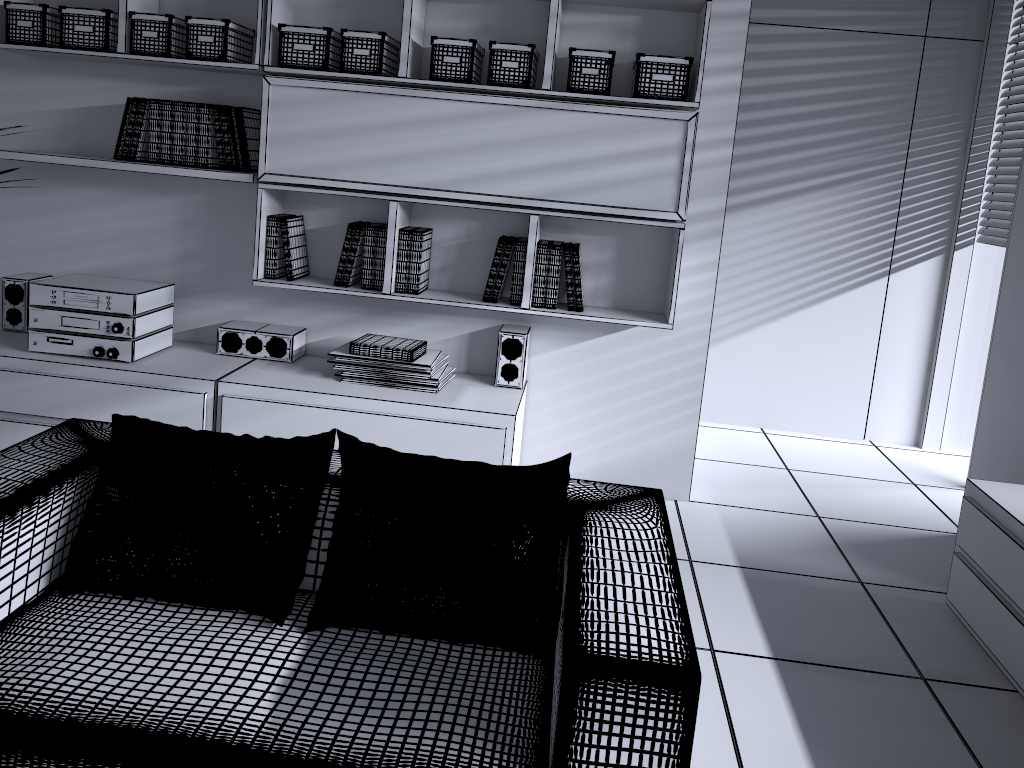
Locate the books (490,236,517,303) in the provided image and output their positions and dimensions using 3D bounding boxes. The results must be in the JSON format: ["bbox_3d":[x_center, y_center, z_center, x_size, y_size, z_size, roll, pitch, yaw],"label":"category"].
[{"bbox_3d":[-0.032,-0.468,3.578,0.075,0.255,0.211,6,10,3],"label":"books"}]

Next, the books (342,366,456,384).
[{"bbox_3d":[-0.456,-0.058,3.563,0.416,0.008,0.291,7,14,5],"label":"books"}]

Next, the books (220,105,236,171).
[{"bbox_3d":[-1.132,-1.007,3.620,0.075,0.255,0.211,6,10,4],"label":"books"}]

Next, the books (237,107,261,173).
[{"bbox_3d":[-1.057,-0.995,3.601,0.072,0.253,0.211,6,10,4],"label":"books"}]

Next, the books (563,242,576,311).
[{"bbox_3d":[0.235,-0.438,3.566,0.075,0.255,0.211,6,10,5],"label":"books"}]

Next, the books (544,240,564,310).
[{"bbox_3d":[0.171,-0.445,3.573,0.050,0.254,0.211,6,10,4],"label":"books"}]

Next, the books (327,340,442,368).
[{"bbox_3d":[-0.501,-0.124,3.566,0.416,0.008,0.291,7,14,5],"label":"books"}]

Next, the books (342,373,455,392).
[{"bbox_3d":[-0.459,-0.031,3.570,0.416,0.008,0.291,7,14,5],"label":"books"}]

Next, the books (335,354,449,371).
[{"bbox_3d":[-0.485,-0.111,3.559,0.416,0.008,0.291,7,14,5],"label":"books"}]

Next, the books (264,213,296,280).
[{"bbox_3d":[-0.965,-0.574,3.664,0.050,0.254,0.211,6,10,4],"label":"books"}]

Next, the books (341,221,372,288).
[{"bbox_3d":[-0.633,-0.536,3.626,0.075,0.255,0.211,6,10,3],"label":"books"}]

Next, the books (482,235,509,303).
[{"bbox_3d":[-0.064,-0.471,3.579,0.075,0.255,0.211,6,10,4],"label":"books"}]

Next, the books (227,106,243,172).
[{"bbox_3d":[-1.100,-1.000,3.614,0.072,0.253,0.211,6,10,4],"label":"books"}]

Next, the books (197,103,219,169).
[{"bbox_3d":[-1.227,-1.018,3.630,0.050,0.254,0.211,6,10,4],"label":"books"}]

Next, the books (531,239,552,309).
[{"bbox_3d":[0.121,-0.450,3.573,0.050,0.254,0.211,6,10,4],"label":"books"}]

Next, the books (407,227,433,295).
[{"bbox_3d":[-0.379,-0.508,3.617,0.050,0.254,0.211,6,10,4],"label":"books"}]

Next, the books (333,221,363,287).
[{"bbox_3d":[-0.664,-0.539,3.628,0.075,0.255,0.211,6,10,4],"label":"books"}]

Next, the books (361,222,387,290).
[{"bbox_3d":[-0.566,-0.529,3.623,0.050,0.254,0.211,6,10,4],"label":"books"}]

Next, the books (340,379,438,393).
[{"bbox_3d":[-0.466,-0.023,3.571,0.416,0.008,0.291,7,14,5],"label":"books"}]

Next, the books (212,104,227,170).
[{"bbox_3d":[-1.163,-1.010,3.624,0.075,0.255,0.211,6,10,5],"label":"books"}]

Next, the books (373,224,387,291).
[{"bbox_3d":[-0.514,-0.523,3.619,0.050,0.254,0.211,6,10,4],"label":"books"}]

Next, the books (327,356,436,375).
[{"bbox_3d":[-0.503,-0.097,3.573,0.416,0.008,0.291,7,14,5],"label":"books"}]

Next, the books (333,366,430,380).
[{"bbox_3d":[-0.495,-0.076,3.567,0.416,0.008,0.291,7,14,5],"label":"books"}]

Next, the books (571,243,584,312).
[{"bbox_3d":[0.266,-0.434,3.563,0.075,0.255,0.211,6,10,4],"label":"books"}]

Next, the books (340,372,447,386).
[{"bbox_3d":[-0.464,-0.051,3.565,0.416,0.008,0.291,7,14,5],"label":"books"}]

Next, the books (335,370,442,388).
[{"bbox_3d":[-0.475,-0.044,3.577,0.416,0.008,0.291,7,14,5],"label":"books"}]

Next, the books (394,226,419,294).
[{"bbox_3d":[-0.429,-0.512,3.617,0.050,0.254,0.211,6,10,4],"label":"books"}]

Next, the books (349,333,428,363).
[{"bbox_3d":[-0.492,-0.145,3.528,0.259,0.049,0.211,8,14,9],"label":"books"}]

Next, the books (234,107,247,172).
[{"bbox_3d":[-1.077,-1.003,3.628,0.072,0.253,0.211,6,10,4],"label":"books"}]

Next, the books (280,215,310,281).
[{"bbox_3d":[-0.901,-0.566,3.657,0.075,0.255,0.211,6,10,5],"label":"books"}]

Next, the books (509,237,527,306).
[{"bbox_3d":[0.035,-0.461,3.575,0.050,0.254,0.211,6,10,4],"label":"books"}]

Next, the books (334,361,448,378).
[{"bbox_3d":[-0.487,-0.083,3.566,0.416,0.008,0.291,7,14,5],"label":"books"}]
